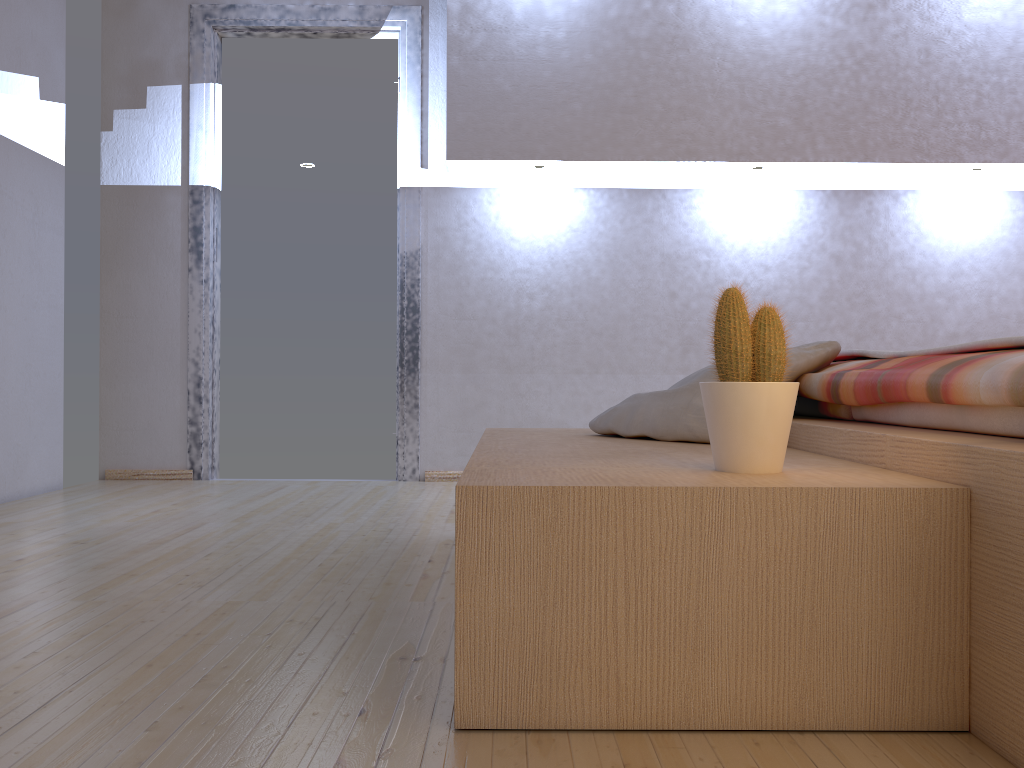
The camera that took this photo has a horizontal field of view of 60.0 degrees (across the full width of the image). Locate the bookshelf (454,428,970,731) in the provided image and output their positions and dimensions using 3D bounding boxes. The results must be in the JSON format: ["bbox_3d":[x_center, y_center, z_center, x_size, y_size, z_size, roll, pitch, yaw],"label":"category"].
[{"bbox_3d":[0.247,0.280,1.852,0.643,0.303,1.495,0,0,0],"label":"bookshelf"}]

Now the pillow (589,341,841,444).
[{"bbox_3d":[0.497,0.019,2.172,0.470,0.241,0.498,0,0,-35],"label":"pillow"}]

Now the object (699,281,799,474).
[{"bbox_3d":[0.352,-0.010,1.319,0.144,0.294,0.144,0,0,25],"label":"object"}]

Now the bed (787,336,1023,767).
[{"bbox_3d":[2.075,-0.053,1.857,3.009,0.994,2.087,0,0,0],"label":"bed"}]
